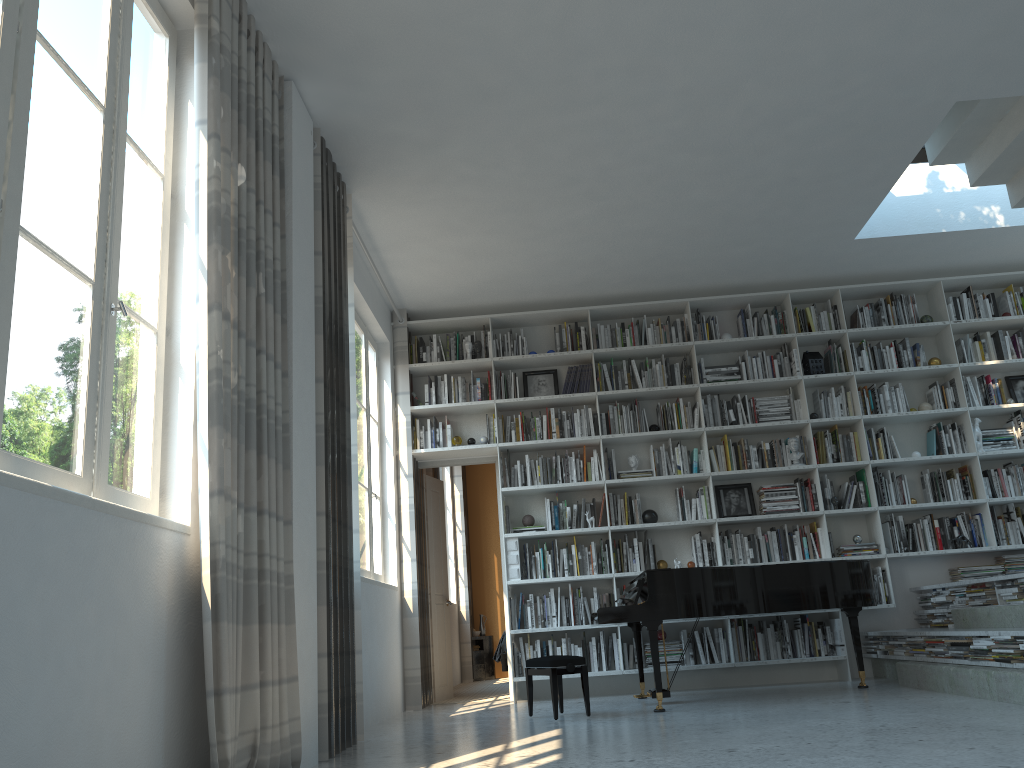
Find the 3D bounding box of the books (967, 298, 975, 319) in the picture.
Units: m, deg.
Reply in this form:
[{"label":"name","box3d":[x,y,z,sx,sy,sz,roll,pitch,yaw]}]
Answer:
[{"label":"books","box3d":[3.854,-0.592,7.501,0.030,0.230,0.148,-4,-16,2]}]

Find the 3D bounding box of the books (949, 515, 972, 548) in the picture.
[{"label":"books","box3d":[3.550,1.184,7.033,0.070,0.265,0.186,-4,-16,2]}]

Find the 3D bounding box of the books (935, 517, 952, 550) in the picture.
[{"label":"books","box3d":[3.421,1.197,7.038,0.026,0.261,0.174,-4,-16,2]}]

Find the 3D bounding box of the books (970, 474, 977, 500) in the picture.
[{"label":"books","box3d":[3.687,0.845,7.135,0.009,0.223,0.146,-4,-16,2]}]

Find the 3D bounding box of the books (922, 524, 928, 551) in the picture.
[{"label":"books","box3d":[3.255,1.233,7.051,0.012,0.220,0.153,-4,-16,2]}]

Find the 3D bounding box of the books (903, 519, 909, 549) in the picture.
[{"label":"books","box3d":[3.098,1.214,7.048,0.010,0.276,0.174,-4,-16,2]}]

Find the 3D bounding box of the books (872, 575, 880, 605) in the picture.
[{"label":"books","box3d":[2.798,1.596,6.860,0.026,0.224,0.175,-4,-16,2]}]

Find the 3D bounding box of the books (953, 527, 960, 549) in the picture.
[{"label":"books","box3d":[3.497,1.230,7.027,0.025,0.180,0.169,-4,-16,2]}]

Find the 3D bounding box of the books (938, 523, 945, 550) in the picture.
[{"label":"books","box3d":[3.377,1.215,7.046,0.025,0.237,0.157,-4,-16,2]}]

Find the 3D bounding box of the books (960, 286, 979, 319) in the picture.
[{"label":"books","box3d":[3.873,-0.645,7.503,0.014,0.331,0.181,-4,-15,2]}]

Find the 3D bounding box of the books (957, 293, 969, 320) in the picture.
[{"label":"books","box3d":[3.814,-0.612,7.506,0.048,0.277,0.150,-4,-15,2]}]

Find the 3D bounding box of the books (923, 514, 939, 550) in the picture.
[{"label":"books","box3d":[3.325,1.187,7.039,0.012,0.292,0.175,-4,-16,2]}]

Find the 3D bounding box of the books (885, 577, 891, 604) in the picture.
[{"label":"books","box3d":[2.890,1.605,6.880,0.012,0.205,0.161,-4,-16,2]}]

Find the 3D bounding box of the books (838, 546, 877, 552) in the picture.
[{"label":"books","box3d":[2.720,1.299,6.992,0.254,0.012,0.161,-5,-16,2]}]

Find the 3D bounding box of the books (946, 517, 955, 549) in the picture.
[{"label":"books","box3d":[3.447,1.196,7.044,0.026,0.262,0.170,-4,-16,2]}]

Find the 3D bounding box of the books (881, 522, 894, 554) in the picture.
[{"label":"books","box3d":[2.988,1.237,7.059,0.012,0.253,0.161,-4,-16,2]}]

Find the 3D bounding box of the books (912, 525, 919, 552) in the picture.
[{"label":"books","box3d":[3.176,1.239,7.044,0.011,0.216,0.176,-4,-16,2]}]

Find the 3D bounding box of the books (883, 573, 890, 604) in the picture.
[{"label":"books","box3d":[2.876,1.589,6.872,0.013,0.232,0.149,-4,-16,2]}]

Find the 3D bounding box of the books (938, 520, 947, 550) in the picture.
[{"label":"books","box3d":[3.400,1.212,7.052,0.021,0.242,0.131,-4,-15,2]}]

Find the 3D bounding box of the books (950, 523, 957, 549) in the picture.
[{"label":"books","box3d":[3.473,1.220,7.038,0.022,0.210,0.136,-4,-16,2]}]

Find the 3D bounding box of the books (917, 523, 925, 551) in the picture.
[{"label":"books","box3d":[3.222,1.231,7.050,0.024,0.227,0.160,-4,-16,2]}]

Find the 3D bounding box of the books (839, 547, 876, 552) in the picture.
[{"label":"books","box3d":[2.723,1.313,6.999,0.254,0.012,0.161,-6,-16,7]}]

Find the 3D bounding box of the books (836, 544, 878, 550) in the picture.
[{"label":"books","box3d":[2.721,1.289,7.003,0.285,0.012,0.160,-6,-16,6]}]

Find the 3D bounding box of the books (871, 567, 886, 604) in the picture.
[{"label":"books","box3d":[2.842,1.565,6.872,0.021,0.284,0.173,-4,-16,2]}]

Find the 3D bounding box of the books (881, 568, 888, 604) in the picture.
[{"label":"books","box3d":[2.862,1.576,6.891,0.015,0.270,0.158,-4,-16,2]}]

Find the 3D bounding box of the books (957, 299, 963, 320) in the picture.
[{"label":"books","box3d":[3.752,-0.585,7.502,0.024,0.230,0.169,-4,-16,2]}]

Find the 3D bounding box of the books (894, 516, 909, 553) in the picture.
[{"label":"books","box3d":[3.077,1.205,7.042,0.030,0.293,0.189,-4,-16,2]}]

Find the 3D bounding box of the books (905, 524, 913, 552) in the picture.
[{"label":"books","box3d":[3.138,1.235,7.047,0.065,0.230,0.162,-4,-16,2]}]

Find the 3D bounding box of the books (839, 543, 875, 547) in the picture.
[{"label":"books","box3d":[2.719,1.276,7.000,0.254,0.012,0.161,-7,-16,11]}]

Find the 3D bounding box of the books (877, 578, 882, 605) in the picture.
[{"label":"books","box3d":[2.817,1.598,6.875,0.012,0.225,0.149,-4,-16,2]}]

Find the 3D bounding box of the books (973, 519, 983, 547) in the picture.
[{"label":"books","box3d":[3.657,1.192,7.017,0.025,0.227,0.176,-4,-16,2]}]

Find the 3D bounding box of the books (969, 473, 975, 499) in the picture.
[{"label":"books","box3d":[3.680,0.842,7.145,0.007,0.235,0.132,-4,-15,2]}]

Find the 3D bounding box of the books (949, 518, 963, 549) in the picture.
[{"label":"books","box3d":[3.513,1.197,7.038,0.012,0.248,0.165,-4,-16,2]}]

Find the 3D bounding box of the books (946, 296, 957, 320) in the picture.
[{"label":"books","box3d":[3.700,-0.591,7.504,0.025,0.250,0.178,-4,-16,2]}]

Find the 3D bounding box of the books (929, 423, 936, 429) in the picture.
[{"label":"books","box3d":[3.468,0.478,7.251,0.016,0.289,0.135,-4,-15,2]}]

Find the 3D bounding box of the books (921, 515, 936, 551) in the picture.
[{"label":"books","box3d":[3.314,1.198,7.059,0.012,0.284,0.160,-4,-15,2]}]

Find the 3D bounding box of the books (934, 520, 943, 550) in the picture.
[{"label":"books","box3d":[3.348,1.210,7.034,0.031,0.243,0.185,-4,-16,2]}]

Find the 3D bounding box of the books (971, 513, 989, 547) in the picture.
[{"label":"books","box3d":[3.707,1.169,7.028,0.025,0.271,0.171,-4,-16,2]}]

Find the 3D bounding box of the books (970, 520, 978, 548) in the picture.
[{"label":"books","box3d":[3.627,1.200,7.022,0.013,0.219,0.169,-4,-16,2]}]

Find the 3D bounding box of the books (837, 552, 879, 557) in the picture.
[{"label":"books","box3d":[2.725,1.348,6.990,0.285,0.012,0.160,-6,-16,7]}]

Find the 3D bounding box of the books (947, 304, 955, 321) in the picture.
[{"label":"books","box3d":[3.678,-0.560,7.484,0.022,0.182,0.190,-4,-16,2]}]

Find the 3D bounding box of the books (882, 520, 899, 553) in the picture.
[{"label":"books","box3d":[3.004,1.226,7.040,0.023,0.261,0.187,-4,-16,2]}]

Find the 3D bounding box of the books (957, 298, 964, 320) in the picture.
[{"label":"books","box3d":[3.778,-0.591,7.521,0.027,0.249,0.140,-4,-15,2]}]

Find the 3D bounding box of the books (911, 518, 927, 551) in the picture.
[{"label":"books","box3d":[3.240,1.210,7.052,0.014,0.267,0.172,-4,-16,2]}]

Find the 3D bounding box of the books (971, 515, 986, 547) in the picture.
[{"label":"books","box3d":[3.682,1.177,7.027,0.026,0.257,0.157,-4,-16,2]}]

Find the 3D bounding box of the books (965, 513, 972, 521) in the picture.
[{"label":"books","box3d":[3.639,1.176,7.055,0.012,0.281,0.144,-4,-15,2]}]

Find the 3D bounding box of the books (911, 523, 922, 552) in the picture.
[{"label":"books","box3d":[3.196,1.231,7.056,0.029,0.234,0.143,-4,-16,2]}]

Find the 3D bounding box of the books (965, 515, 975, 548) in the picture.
[{"label":"books","box3d":[3.609,1.183,7.041,0.021,0.264,0.150,-4,-15,2]}]

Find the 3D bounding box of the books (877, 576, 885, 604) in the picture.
[{"label":"books","box3d":[2.828,1.599,6.856,0.011,0.211,0.179,-4,-16,2]}]

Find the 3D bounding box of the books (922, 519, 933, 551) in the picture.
[{"label":"books","box3d":[3.271,1.212,7.038,0.025,0.252,0.182,-4,-16,2]}]

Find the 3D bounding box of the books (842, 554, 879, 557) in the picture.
[{"label":"books","box3d":[2.725,1.358,6.982,0.285,0.012,0.160,-5,-16,5]}]

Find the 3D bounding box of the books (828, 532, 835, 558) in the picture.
[{"label":"books","box3d":[2.530,1.297,7.079,0.030,0.210,0.137,-4,-16,2]}]

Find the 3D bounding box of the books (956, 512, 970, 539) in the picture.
[{"label":"books","box3d":[3.591,1.170,7.044,0.013,0.293,0.135,-4,-15,2]}]

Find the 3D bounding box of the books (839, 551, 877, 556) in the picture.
[{"label":"books","box3d":[2.724,1.336,6.990,0.254,0.012,0.161,-6,-16,8]}]

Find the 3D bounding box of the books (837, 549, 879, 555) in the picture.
[{"label":"books","box3d":[2.723,1.324,6.991,0.285,0.012,0.160,-5,-16,5]}]

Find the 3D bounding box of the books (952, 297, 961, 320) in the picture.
[{"label":"books","box3d":[3.726,-0.590,7.497,0.026,0.241,0.185,-4,-16,2]}]

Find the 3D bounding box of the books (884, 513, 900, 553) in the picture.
[{"label":"books","box3d":[3.019,1.199,7.048,0.010,0.315,0.187,-4,-16,2]}]

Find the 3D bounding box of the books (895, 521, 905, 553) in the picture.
[{"label":"books","box3d":[3.052,1.225,7.039,0.023,0.255,0.178,-4,-16,2]}]
